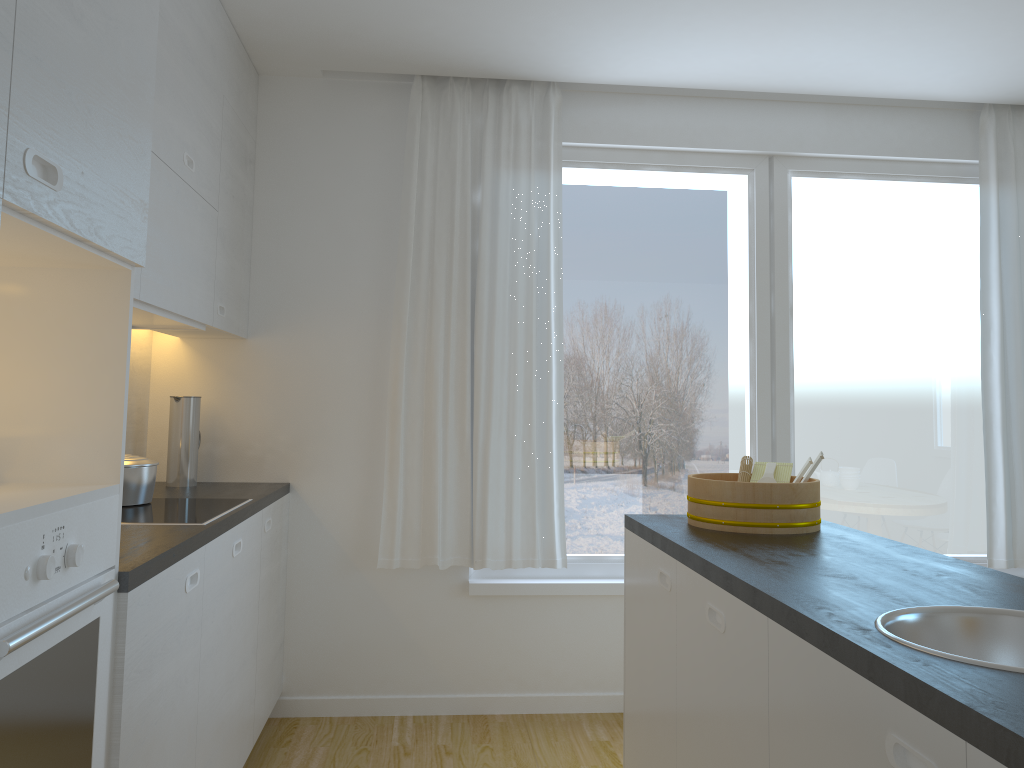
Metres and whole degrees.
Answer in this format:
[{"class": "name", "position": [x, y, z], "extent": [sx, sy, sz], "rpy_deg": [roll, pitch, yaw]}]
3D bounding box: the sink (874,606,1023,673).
[{"class": "sink", "position": [0.759, 0.455, 1.319], "extent": [0.403, 0.158, 0.403], "rpy_deg": [0, -2, 37]}]

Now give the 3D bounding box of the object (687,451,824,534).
[{"class": "object", "position": [0.717, 0.308, 2.623], "extent": [0.378, 0.215, 0.428], "rpy_deg": [0, -2, 23]}]

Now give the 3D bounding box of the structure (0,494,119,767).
[{"class": "structure", "position": [-0.738, 0.506, 1.418], "extent": [0.049, 0.599, 0.558], "rpy_deg": [1, -3, -5]}]

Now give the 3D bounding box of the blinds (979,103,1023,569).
[{"class": "blinds", "position": [2.511, -0.260, 4.000], "extent": [0.795, 2.171, 0.149], "rpy_deg": [1, -5, -5]}]

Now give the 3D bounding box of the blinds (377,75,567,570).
[{"class": "blinds", "position": [-0.142, -0.311, 3.760], "extent": [0.795, 2.171, 0.149], "rpy_deg": [1, -5, -6]}]

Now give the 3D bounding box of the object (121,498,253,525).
[{"class": "object", "position": [-1.142, 0.387, 2.699], "extent": [0.561, 0.013, 0.651], "rpy_deg": [1, -1, -5]}]

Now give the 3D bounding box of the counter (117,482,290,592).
[{"class": "counter", "position": [-1.139, 0.405, 2.693], "extent": [0.600, 0.040, 1.993], "rpy_deg": [1, -1, -5]}]

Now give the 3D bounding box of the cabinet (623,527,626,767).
[{"class": "cabinet", "position": [0.757, 0.885, 1.597], "extent": [0.600, 0.914, 2.392], "rpy_deg": [1, -2, -5]}]

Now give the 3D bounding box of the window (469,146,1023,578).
[{"class": "window", "position": [1.180, -0.098, 4.058], "extent": [2.726, 1.928, 0.088], "rpy_deg": [1, -5, -5]}]

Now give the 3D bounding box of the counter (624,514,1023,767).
[{"class": "counter", "position": [0.765, 0.409, 1.639], "extent": [0.600, 0.040, 2.392], "rpy_deg": [1, -1, -5]}]

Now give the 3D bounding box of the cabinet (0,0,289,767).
[{"class": "cabinet", "position": [-1.018, 0.071, 2.133], "extent": [0.481, 2.312, 3.189], "rpy_deg": [1, -3, -5]}]
